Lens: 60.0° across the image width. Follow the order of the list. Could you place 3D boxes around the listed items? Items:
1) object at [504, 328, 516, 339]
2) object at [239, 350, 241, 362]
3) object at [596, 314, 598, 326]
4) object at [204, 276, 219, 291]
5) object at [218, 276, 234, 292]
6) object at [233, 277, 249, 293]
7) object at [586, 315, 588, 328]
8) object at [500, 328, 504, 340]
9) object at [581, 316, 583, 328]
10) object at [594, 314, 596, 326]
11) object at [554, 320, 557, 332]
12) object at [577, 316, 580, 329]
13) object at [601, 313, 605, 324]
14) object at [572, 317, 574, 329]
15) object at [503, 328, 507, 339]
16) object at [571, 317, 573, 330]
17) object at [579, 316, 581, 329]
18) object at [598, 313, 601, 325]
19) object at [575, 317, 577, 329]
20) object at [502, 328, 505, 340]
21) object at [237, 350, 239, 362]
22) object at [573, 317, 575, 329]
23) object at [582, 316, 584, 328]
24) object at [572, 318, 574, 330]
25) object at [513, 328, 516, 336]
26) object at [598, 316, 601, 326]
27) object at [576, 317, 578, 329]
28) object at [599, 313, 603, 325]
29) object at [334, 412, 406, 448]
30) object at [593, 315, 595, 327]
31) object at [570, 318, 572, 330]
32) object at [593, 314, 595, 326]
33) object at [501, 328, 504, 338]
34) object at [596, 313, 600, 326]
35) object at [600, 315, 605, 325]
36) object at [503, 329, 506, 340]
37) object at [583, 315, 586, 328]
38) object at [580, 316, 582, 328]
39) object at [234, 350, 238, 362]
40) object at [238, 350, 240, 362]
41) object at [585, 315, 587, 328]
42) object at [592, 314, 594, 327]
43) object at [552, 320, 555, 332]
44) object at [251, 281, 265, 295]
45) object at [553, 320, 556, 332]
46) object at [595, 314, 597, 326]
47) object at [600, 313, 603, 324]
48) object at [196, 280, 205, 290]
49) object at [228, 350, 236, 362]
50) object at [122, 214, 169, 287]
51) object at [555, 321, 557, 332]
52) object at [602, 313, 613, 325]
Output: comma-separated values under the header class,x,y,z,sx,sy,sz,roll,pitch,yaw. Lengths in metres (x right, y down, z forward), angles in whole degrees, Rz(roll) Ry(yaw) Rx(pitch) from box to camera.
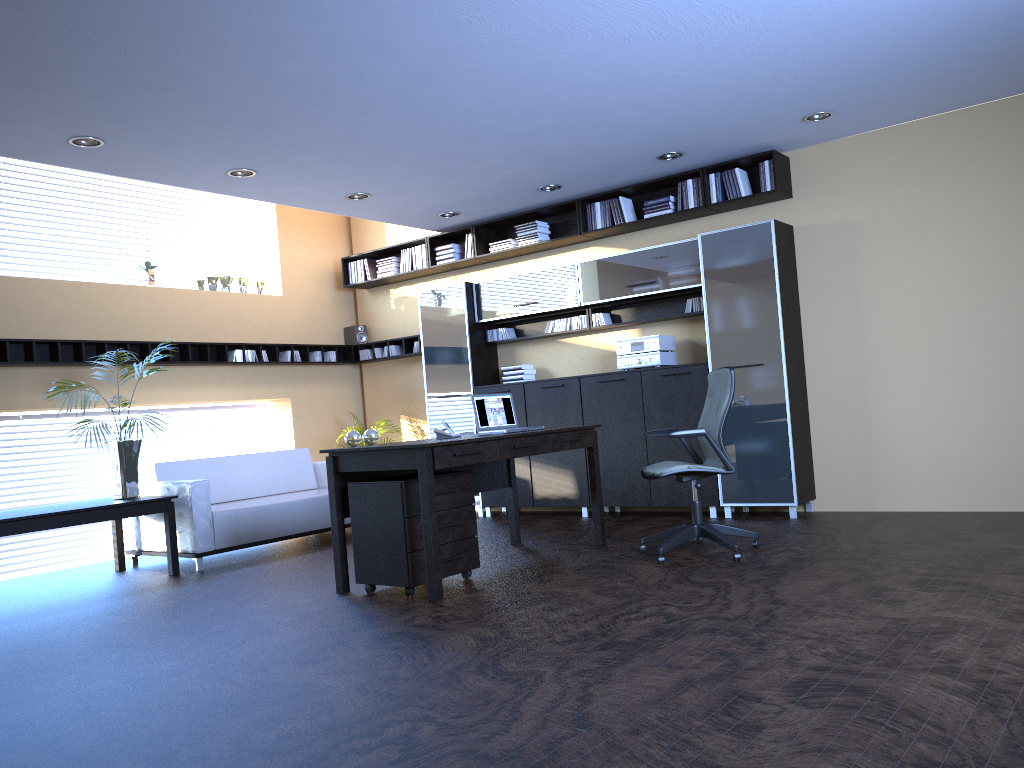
class,x,y,z,sx,sy,sz,roll,pitch,yaw
object,-0.016,-0.516,9.103,0.040,0.118,0.142,-5,-1,37
object,-2.858,-0.284,9.178,0.140,0.118,0.006,-6,-1,37
object,0.847,-0.610,8.453,0.006,0.118,0.140,-5,-1,37
object,-3.125,-1.033,9.228,0.133,0.159,0.126,-4,-1,-33
object,-3.021,-1.043,9.373,0.137,0.173,0.144,-5,-1,-3
object,-2.911,-1.047,9.514,0.137,0.173,0.144,-5,-1,27
object,0.759,-0.600,8.517,0.009,0.120,0.142,-5,-1,36
object,-0.067,-0.512,9.145,0.009,0.120,0.142,-5,-1,37
object,0.714,-0.595,8.559,0.009,0.120,0.142,-5,-1,37
object,0.828,-0.608,8.462,0.009,0.120,0.142,-5,-1,37
object,0.468,-0.569,8.742,0.036,0.116,0.140,-5,-1,37
object,0.677,-0.592,8.576,0.009,0.120,0.142,-5,-1,37
object,0.902,-0.614,8.414,0.036,0.116,0.140,-5,-1,37
object,0.631,-0.587,8.615,0.006,0.118,0.140,-5,-1,37
object,-0.030,-0.516,9.109,0.030,0.120,0.142,-5,-1,37
object,0.622,-0.586,8.620,0.009,0.120,0.142,-5,-1,37
object,0.694,-0.594,8.565,0.009,0.120,0.142,-5,-1,37
object,0.871,-0.612,8.434,0.030,0.120,0.142,-5,-1,37
object,0.653,-0.589,8.594,0.009,0.120,0.142,-5,-1,37
object,-0.044,-0.514,9.124,0.030,0.120,0.142,-5,-1,37
object,-2.875,-0.283,9.152,0.142,0.120,0.009,-6,-1,37
object,0.642,-0.588,8.613,0.006,0.118,0.140,-5,-1,37
object,0.722,-0.596,8.552,0.006,0.118,0.140,-5,-1,37
object,0.633,-0.587,8.618,0.009,0.120,0.142,-5,-1,37
object,-0.012,-0.516,9.107,0.036,0.116,0.140,-5,-1,37
object,0.865,-0.611,8.442,0.026,0.117,0.140,-5,-1,37
object,0.663,-0.590,8.591,0.009,0.120,0.142,-5,-1,37
object,0.880,-0.613,8.428,0.030,0.120,0.142,-5,-1,37
object,-1.553,0.870,9.886,0.840,1.240,0.690,-4,-1,-20
object,0.823,-0.607,8.471,0.009,0.120,0.142,-5,-1,37
object,0.615,-0.585,8.628,0.009,0.120,0.142,-5,-1,37
object,0.822,-0.607,8.469,0.006,0.118,0.140,-5,-1,37
object,-0.053,-0.513,9.129,0.026,0.117,0.140,-5,-1,37
object,0.847,-0.610,8.454,0.009,0.120,0.142,-5,-1,37
object,0.890,-0.614,8.425,0.030,0.120,0.142,-5,-1,37
object,-0.034,-0.515,9.121,0.030,0.120,0.142,-5,-1,37
object,0.735,-0.598,8.536,0.009,0.120,0.142,-5,-1,37
object,0.703,-0.594,8.561,0.009,0.120,0.142,-5,-1,37
object,-2.881,-0.283,9.144,0.142,0.120,0.009,-6,-1,37
object,-2.863,-0.284,9.169,0.142,0.120,0.009,-6,-1,37
object,0.749,-0.600,8.521,0.009,0.120,0.142,-5,-1,37
object,0.812,-0.606,8.473,0.006,0.118,0.140,-5,-1,37
object,0.449,-0.567,8.751,0.040,0.118,0.142,-5,-1,37
object,-2.773,-1.040,9.697,0.118,0.149,0.124,-5,-1,37
object,0.457,-0.568,8.745,0.040,0.118,0.142,-5,-1,37
object,0.839,-0.609,8.460,0.009,0.120,0.142,-5,-1,37
object,0.889,-0.614,8.423,0.026,0.117,0.140,-5,-1,37
object,-3.202,-1.007,9.123,0.089,0.113,0.094,-4,-1,-18
object,-2.897,-0.281,9.126,0.142,0.118,0.040,-6,-1,37
object,-3.551,-1.286,8.697,0.352,0.695,0.437,-5,-1,16
object,0.474,-0.570,8.733,0.036,0.116,0.140,-5,-1,37
object,0.902,-0.614,8.416,0.040,0.118,0.142,-5,-1,37
